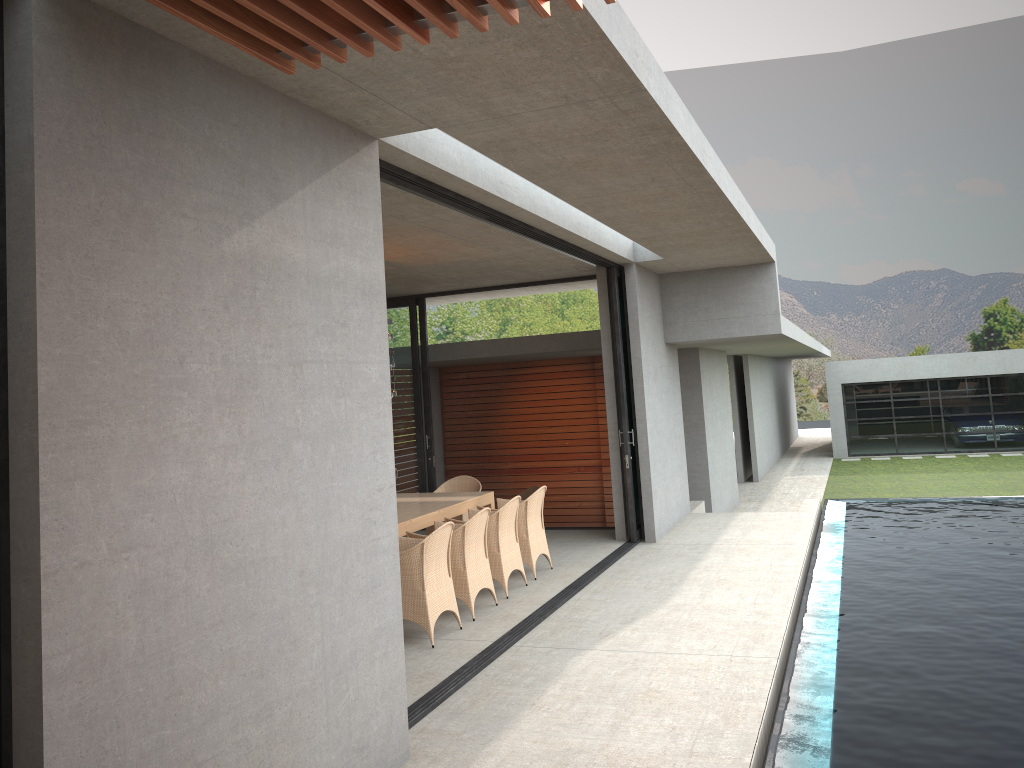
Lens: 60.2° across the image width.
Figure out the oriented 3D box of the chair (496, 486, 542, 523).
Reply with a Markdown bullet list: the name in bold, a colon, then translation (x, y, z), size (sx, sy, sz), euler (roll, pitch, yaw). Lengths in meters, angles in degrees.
- **chair**: translation (0.176, 2.083, 13.931), size (0.630, 0.869, 0.613), euler (-1, -5, -39)

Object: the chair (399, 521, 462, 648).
- **chair**: translation (-0.745, 1.499, 6.782), size (0.628, 0.869, 0.615), euler (-5, -4, 21)

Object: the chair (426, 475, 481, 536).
- **chair**: translation (-0.656, 1.519, 10.132), size (0.616, 0.869, 0.628), euler (-5, -4, 21)

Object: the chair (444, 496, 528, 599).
- **chair**: translation (-0.212, 1.475, 8.157), size (0.628, 0.869, 0.615), euler (-5, -4, 21)

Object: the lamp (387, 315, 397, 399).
- **lamp**: translation (-1.554, -0.381, 8.534), size (0.616, 1.768, 0.617), euler (-5, -5, 21)

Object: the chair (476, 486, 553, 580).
- **chair**: translation (0.055, 1.463, 8.845), size (0.628, 0.869, 0.615), euler (-5, -4, 21)

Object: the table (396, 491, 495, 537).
- **table**: translation (-1.355, 1.602, 8.189), size (1.276, 0.762, 3.250), euler (-4, -1, 21)

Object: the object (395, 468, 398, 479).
- **object**: translation (-1.211, 1.020, 8.599), size (0.192, 0.389, 0.191), euler (-4, -4, 3)

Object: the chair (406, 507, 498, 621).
- **chair**: translation (-0.478, 1.487, 7.470), size (0.628, 0.869, 0.615), euler (-5, -4, 21)
